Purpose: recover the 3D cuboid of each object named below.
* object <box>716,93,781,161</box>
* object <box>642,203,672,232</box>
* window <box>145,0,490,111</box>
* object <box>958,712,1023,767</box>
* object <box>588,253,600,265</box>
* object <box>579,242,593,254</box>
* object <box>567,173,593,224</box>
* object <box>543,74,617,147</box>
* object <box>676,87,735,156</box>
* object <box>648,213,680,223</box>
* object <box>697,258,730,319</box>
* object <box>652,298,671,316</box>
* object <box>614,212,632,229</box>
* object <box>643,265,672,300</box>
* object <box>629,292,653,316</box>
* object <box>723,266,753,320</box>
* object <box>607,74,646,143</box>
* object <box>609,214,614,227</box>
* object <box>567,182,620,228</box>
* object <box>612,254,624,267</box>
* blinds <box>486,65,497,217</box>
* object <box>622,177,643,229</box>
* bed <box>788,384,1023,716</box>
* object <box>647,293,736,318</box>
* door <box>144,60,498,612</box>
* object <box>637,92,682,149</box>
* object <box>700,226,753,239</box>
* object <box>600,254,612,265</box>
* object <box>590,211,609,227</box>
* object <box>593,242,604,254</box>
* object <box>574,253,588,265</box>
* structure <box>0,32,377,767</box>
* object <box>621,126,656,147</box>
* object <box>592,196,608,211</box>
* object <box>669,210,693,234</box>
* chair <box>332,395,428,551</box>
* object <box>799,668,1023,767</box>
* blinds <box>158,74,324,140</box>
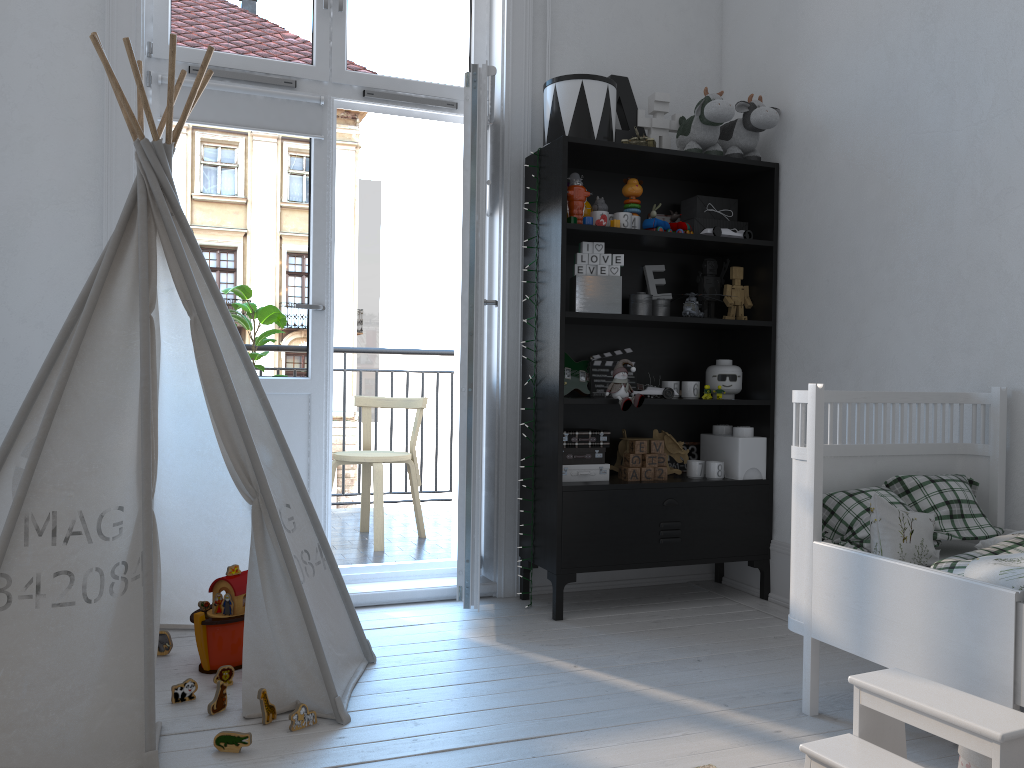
[{"bbox_3d":[0.859,-0.969,3.443,0.211,0.253,0.386,1,0,-38],"label":"object"},{"bbox_3d":[0.547,-0.614,3.332,0.121,0.126,0.087,1,1,-44],"label":"object"},{"bbox_3d":[-0.668,-1.419,3.271,1.263,0.660,0.101,1,1,-22],"label":"window"},{"bbox_3d":[1.027,0.763,1.779,0.215,0.148,0.240,1,0,-15],"label":"object"},{"bbox_3d":[0.293,-0.447,3.190,0.040,0.040,0.040,1,0,-2],"label":"object"},{"bbox_3d":[0.265,-0.487,3.186,0.040,0.040,0.040,1,0,-17],"label":"object"},{"bbox_3d":[0.237,-0.658,3.183,0.105,0.203,0.072,1,1,-14],"label":"object"},{"bbox_3d":[0.257,-0.985,3.330,0.272,0.259,0.395,1,0,7],"label":"object"},{"bbox_3d":[0.719,-0.971,3.383,0.154,0.253,0.370,1,0,-14],"label":"object"},{"bbox_3d":[0.713,-0.618,3.611,0.347,0.132,0.037,1,1,-22],"label":"object"},{"bbox_3d":[0.795,-0.372,3.520,0.117,0.259,0.081,1,1,-22],"label":"object"},{"bbox_3d":[0.626,-0.292,3.435,0.078,0.091,0.246,1,0,-27],"label":"object"},{"bbox_3d":[0.404,-0.587,3.234,0.067,0.067,0.067,1,0,-21],"label":"object"},{"bbox_3d":[0.583,-0.405,3.552,0.107,0.151,0.055,1,1,-22],"label":"object"},{"bbox_3d":[0.504,-0.302,3.476,0.095,0.110,0.095,1,0,-17],"label":"object"},{"bbox_3d":[0.888,-0.351,3.491,0.114,0.221,0.052,1,1,-22],"label":"object"},{"bbox_3d":[0.408,-1.025,3.469,0.343,0.344,0.057,1,1,-22],"label":"object"},{"bbox_3d":[0.351,-0.588,3.276,0.067,0.067,0.067,1,0,42],"label":"object"},{"bbox_3d":[0.242,-0.654,3.261,0.197,0.197,0.318,1,0,-25],"label":"object"},{"bbox_3d":[0.383,-0.445,3.200,0.040,0.040,0.040,1,0,3],"label":"object"},{"bbox_3d":[-0.077,-0.849,3.190,0.032,0.390,0.565,1,0,-2],"label":"blinds"},{"bbox_3d":[0.446,-0.660,3.292,0.077,0.213,0.077,1,1,12],"label":"object"},{"bbox_3d":[1.267,0.424,1.806,0.670,0.833,1.404,1,0,-22],"label":"bed"},{"bbox_3d":[0.688,-0.297,3.424,0.368,0.106,0.349,1,0,-20],"label":"object"},{"bbox_3d":[-0.604,-0.168,3.051,1.264,1.839,0.636,1,1,-20],"label":"door"},{"bbox_3d":[0.580,-0.996,3.505,0.190,0.290,0.065,1,1,-17],"label":"object"},{"bbox_3d":[0.818,-0.572,3.390,0.230,0.048,0.098,1,0,-32],"label":"object"},{"bbox_3d":[0.338,-0.446,3.195,0.040,0.040,0.040,1,0,8],"label":"object"},{"bbox_3d":[0.317,-0.589,3.216,0.067,0.067,0.067,1,0,-21],"label":"object"},{"bbox_3d":[0.307,-0.487,3.191,0.040,0.040,0.040,1,0,-12],"label":"object"},{"bbox_3d":[0.248,-0.447,3.184,0.040,0.040,0.040,1,0,-12],"label":"object"},{"bbox_3d":[-0.950,-0.061,2.343,1.143,1.750,1.143,1,1,44],"label":"structure"},{"bbox_3d":[0.475,-0.902,3.301,0.121,0.100,0.338,1,0,13],"label":"object"},{"bbox_3d":[0.334,-0.635,3.380,0.063,0.160,0.063,0,1,-43],"label":"object"},{"bbox_3d":[0.633,-0.613,3.412,0.122,0.112,0.087,1,0,39],"label":"object"},{"bbox_3d":[-0.683,0.419,4.400,0.436,0.715,0.498,1,0,23],"label":"chair"},{"bbox_3d":[0.758,0.710,1.640,0.288,0.245,0.332,1,0,-27],"label":"object"},{"bbox_3d":[-0.951,-0.979,3.144,0.565,0.158,0.032,1,1,-22],"label":"blinds"}]
